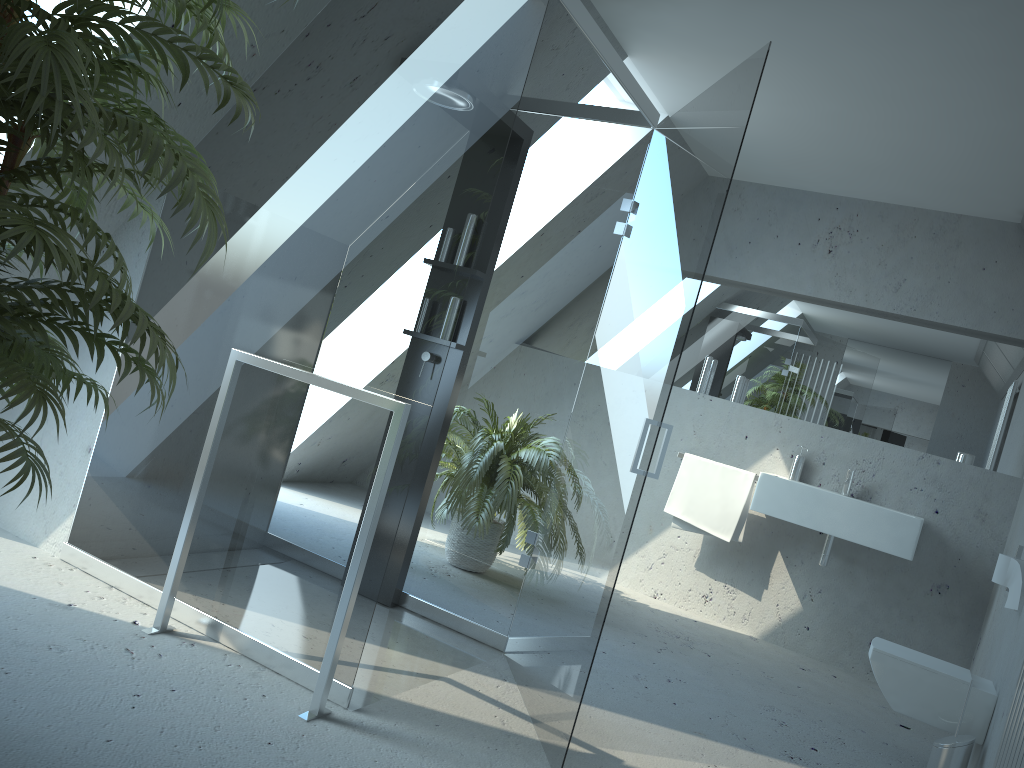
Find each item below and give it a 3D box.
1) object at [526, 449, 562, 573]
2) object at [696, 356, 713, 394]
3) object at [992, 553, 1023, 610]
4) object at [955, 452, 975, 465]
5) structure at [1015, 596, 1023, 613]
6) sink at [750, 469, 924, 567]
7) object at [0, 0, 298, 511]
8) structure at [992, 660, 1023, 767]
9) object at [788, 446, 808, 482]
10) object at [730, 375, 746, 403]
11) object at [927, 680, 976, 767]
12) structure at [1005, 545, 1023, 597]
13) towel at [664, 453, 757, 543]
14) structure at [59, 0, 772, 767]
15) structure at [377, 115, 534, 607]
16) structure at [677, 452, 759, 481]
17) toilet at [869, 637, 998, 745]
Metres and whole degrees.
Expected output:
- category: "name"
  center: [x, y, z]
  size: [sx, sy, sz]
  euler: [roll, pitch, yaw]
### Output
- category: "object"
  center: [-0.093, 0.519, 4.558]
  size: [1.132, 0.893, 1.112]
  euler: [16, 0, 3]
- category: "object"
  center: [1.140, -0.054, 5.247]
  size: [0.045, 0.225, 0.045]
  euler: [16, 0, 11]
- category: "object"
  center: [1.752, 0.695, 3.050]
  size: [0.131, 0.169, 0.219]
  euler: [16, 0, -2]
- category: "object"
  center: [2.360, 0.388, 4.618]
  size: [0.084, 0.054, 0.084]
  euler: [16, 0, 11]
- category: "structure"
  center: [1.891, 0.791, 3.308]
  size: [0.021, 0.100, 0.200]
  euler: [16, 0, 26]
- category: "sink"
  center: [1.690, 0.699, 4.626]
  size: [0.800, 0.526, 0.429]
  euler: [16, 0, 26]
- category: "object"
  center: [-1.008, -0.316, 1.548]
  size: [1.020, 2.034, 0.980]
  euler: [16, 0, -15]
- category: "structure"
  center: [1.434, 0.357, 2.193]
  size: [0.057, 2.000, 0.556]
  euler: [16, 0, 26]
- category: "object"
  center: [1.573, 0.435, 4.872]
  size: [0.061, 0.193, 0.076]
  euler: [16, 0, 14]
- category: "object"
  center: [1.315, 0.030, 5.155]
  size: [0.052, 0.160, 0.052]
  euler: [16, 0, 11]
- category: "object"
  center: [1.574, 1.254, 3.146]
  size: [0.119, 0.424, 0.119]
  euler: [16, 0, -45]
- category: "structure"
  center: [1.784, 0.653, 3.082]
  size: [0.085, 0.168, 0.017]
  euler: [16, 0, 26]
- category: "towel"
  center: [1.094, 0.642, 4.908]
  size: [0.455, 0.429, 0.063]
  euler: [16, 0, 27]
- category: "structure"
  center: [-0.257, -0.149, 2.957]
  size: [1.835, 2.114, 1.184]
  euler: [16, 0, 26]
- category: "structure"
  center: [-0.421, -0.127, 3.336]
  size: [0.250, 1.978, 0.612]
  euler: [16, 0, 26]
- category: "structure"
  center: [1.186, 0.469, 4.989]
  size: [0.480, 0.030, 0.206]
  euler: [16, 0, 26]
- category: "toilet"
  center: [1.585, 1.167, 3.403]
  size: [0.445, 0.205, 0.284]
  euler: [16, 0, 26]
